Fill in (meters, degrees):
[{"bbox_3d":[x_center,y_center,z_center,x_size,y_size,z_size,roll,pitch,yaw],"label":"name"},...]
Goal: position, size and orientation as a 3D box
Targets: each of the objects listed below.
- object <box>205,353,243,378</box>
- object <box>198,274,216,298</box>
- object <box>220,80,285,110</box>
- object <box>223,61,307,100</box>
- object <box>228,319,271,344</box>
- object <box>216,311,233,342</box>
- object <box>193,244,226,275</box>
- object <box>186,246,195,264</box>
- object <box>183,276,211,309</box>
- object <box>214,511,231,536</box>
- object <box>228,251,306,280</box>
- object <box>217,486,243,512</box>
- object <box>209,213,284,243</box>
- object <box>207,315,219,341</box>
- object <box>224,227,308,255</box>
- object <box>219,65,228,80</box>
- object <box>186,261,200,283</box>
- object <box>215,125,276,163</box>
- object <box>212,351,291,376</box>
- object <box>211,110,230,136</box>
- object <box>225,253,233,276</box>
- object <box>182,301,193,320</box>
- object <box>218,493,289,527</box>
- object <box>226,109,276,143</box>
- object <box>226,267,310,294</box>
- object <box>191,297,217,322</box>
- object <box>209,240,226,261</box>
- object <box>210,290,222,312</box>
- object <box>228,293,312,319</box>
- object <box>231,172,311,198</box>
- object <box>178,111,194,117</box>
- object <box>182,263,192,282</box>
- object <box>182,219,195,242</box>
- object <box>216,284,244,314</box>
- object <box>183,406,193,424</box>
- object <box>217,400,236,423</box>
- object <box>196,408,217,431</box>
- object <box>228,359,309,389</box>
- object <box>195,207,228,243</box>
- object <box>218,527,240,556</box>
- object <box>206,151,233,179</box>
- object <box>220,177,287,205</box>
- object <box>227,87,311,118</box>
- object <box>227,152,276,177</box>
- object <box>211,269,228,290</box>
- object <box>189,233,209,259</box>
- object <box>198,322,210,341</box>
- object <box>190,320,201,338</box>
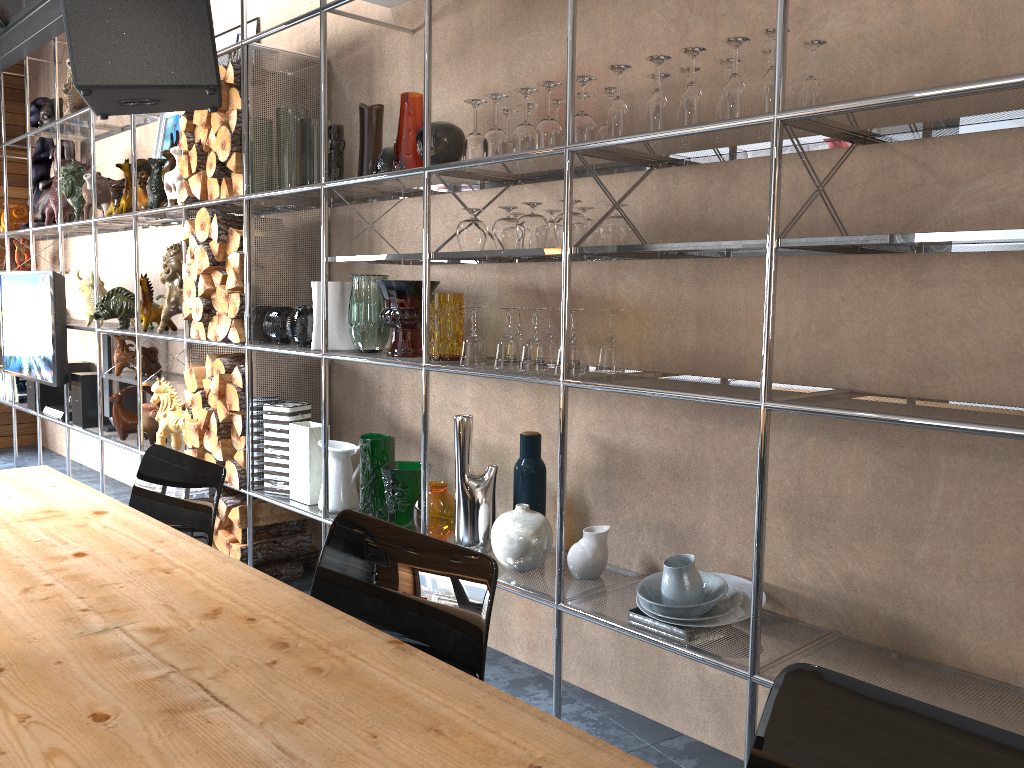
[{"bbox_3d":[-1.161,-0.075,3.822,0.289,0.121,0.107,-4,8,-42],"label":"object"},{"bbox_3d":[-1.145,-0.417,3.741,0.331,0.110,0.101,-4,7,-41],"label":"object"},{"bbox_3d":[-1.029,-1.132,3.567,0.362,0.115,0.098,-4,8,-42],"label":"object"},{"bbox_3d":[-0.967,-1.183,3.483,0.308,0.107,0.121,-4,7,-39],"label":"object"},{"bbox_3d":[-0.968,-0.219,3.568,0.107,0.105,0.330,6,8,44],"label":"object"},{"bbox_3d":[-1.018,-0.232,3.656,0.362,0.131,0.154,-4,8,-42],"label":"object"},{"bbox_3d":[-1.140,-0.513,3.692,0.322,0.128,0.164,-4,8,-44],"label":"object"},{"bbox_3d":[-1.246,-0.559,3.853,0.135,0.114,0.299,6,8,44],"label":"object"},{"bbox_3d":[-1.250,-0.392,3.816,0.286,0.143,0.143,-4,8,-43],"label":"object"},{"bbox_3d":[-1.116,0.569,3.778,0.107,0.098,0.330,6,8,43],"label":"object"},{"bbox_3d":[-0.975,-0.474,3.545,0.097,0.120,0.308,6,8,42],"label":"object"},{"bbox_3d":[-1.167,0.479,3.788,0.322,0.128,0.164,-4,8,-44],"label":"object"},{"bbox_3d":[-1.080,-0.624,3.609,0.289,0.121,0.107,-4,8,-42],"label":"object"},{"bbox_3d":[-1.115,-0.237,3.738,0.135,0.114,0.299,6,8,44],"label":"object"},{"bbox_3d":[-0.986,-0.563,3.574,0.299,0.119,0.151,-4,7,-40],"label":"object"},{"bbox_3d":[-1.001,-1.204,3.547,0.330,0.103,0.102,-4,7,-39],"label":"object"},{"bbox_3d":[-1.209,-0.482,3.795,0.329,0.107,0.128,-4,8,-43],"label":"object"},{"bbox_3d":[-1.012,-0.934,3.517,0.286,0.143,0.143,-4,8,-42],"label":"object"},{"bbox_3d":[-1.098,-0.080,3.745,0.140,0.150,0.312,6,8,43],"label":"object"},{"bbox_3d":[-1.020,-1.029,3.548,0.329,0.107,0.128,-4,8,-43],"label":"object"},{"bbox_3d":[-1.014,-0.471,3.616,0.112,0.153,0.291,6,8,44],"label":"object"},{"bbox_3d":[-1.278,-0.319,3.878,0.095,0.088,0.303,6,8,45],"label":"object"},{"bbox_3d":[-1.081,0.508,3.727,0.099,0.131,0.309,6,8,43],"label":"object"},{"bbox_3d":[-0.960,-0.993,3.488,0.310,0.121,0.111,-4,8,-42],"label":"object"},{"bbox_3d":[-0.970,-0.408,3.555,0.107,0.110,0.331,6,8,45],"label":"object"},{"bbox_3d":[-1.194,-0.313,3.764,0.103,0.110,0.312,6,8,43],"label":"object"},{"bbox_3d":[-1.079,-0.543,3.641,0.303,0.090,0.098,-5,8,-44],"label":"object"},{"bbox_3d":[-1.099,-0.349,3.719,0.147,0.118,0.288,6,8,43],"label":"object"},{"bbox_3d":[-0.963,-0.313,3.552,0.321,0.109,0.110,-4,8,-42],"label":"object"},{"bbox_3d":[-0.957,-0.786,3.533,0.287,0.112,0.126,-4,8,-42],"label":"object"},{"bbox_3d":[-1.237,-1.179,3.742,0.312,0.150,0.140,-4,7,-39],"label":"object"},{"bbox_3d":[-1.268,-0.461,3.861,0.310,0.121,0.111,-5,8,-44],"label":"object"},{"bbox_3d":[-1.253,-0.647,3.832,0.121,0.107,0.308,6,8,43],"label":"object"},{"bbox_3d":[-1.039,-0.356,3.631,0.095,0.135,0.329,6,8,43],"label":"object"},{"bbox_3d":[-1.278,0.123,3.916,0.107,0.110,0.331,6,8,45],"label":"object"},{"bbox_3d":[-1.037,0.104,3.668,0.329,0.107,0.128,-4,8,-43],"label":"object"},{"bbox_3d":[-1.170,0.137,3.779,0.107,0.098,0.330,6,8,43],"label":"object"},{"bbox_3d":[-0.988,-0.049,3.599,0.121,0.107,0.308,6,8,43],"label":"object"},{"bbox_3d":[-1.143,-0.646,3.683,0.140,0.150,0.312,6,8,43],"label":"object"},{"bbox_3d":[-1.066,0.636,3.727,0.095,0.135,0.329,6,8,43],"label":"object"},{"bbox_3d":[-1.068,-0.868,3.585,0.312,0.110,0.103,-4,7,-39],"label":"object"},{"bbox_3d":[-1.022,-0.782,3.595,0.303,0.095,0.087,-4,8,-43],"label":"object"},{"bbox_3d":[-0.957,-1.094,3.500,0.299,0.114,0.135,-4,7,-41],"label":"object"},{"bbox_3d":[-0.960,-0.851,3.494,0.303,0.088,0.095,-4,7,-41],"label":"object"},{"bbox_3d":[-1.078,-0.424,3.692,0.107,0.098,0.330,6,8,43],"label":"object"},{"bbox_3d":[-1.179,-0.580,3.772,0.362,0.115,0.098,-4,8,-44],"label":"object"},{"bbox_3d":[-1.190,-0.232,3.819,0.303,0.095,0.087,-4,8,-43],"label":"object"},{"bbox_3d":[-1.247,-0.251,3.886,0.287,0.112,0.126,-4,8,-43],"label":"object"}]
